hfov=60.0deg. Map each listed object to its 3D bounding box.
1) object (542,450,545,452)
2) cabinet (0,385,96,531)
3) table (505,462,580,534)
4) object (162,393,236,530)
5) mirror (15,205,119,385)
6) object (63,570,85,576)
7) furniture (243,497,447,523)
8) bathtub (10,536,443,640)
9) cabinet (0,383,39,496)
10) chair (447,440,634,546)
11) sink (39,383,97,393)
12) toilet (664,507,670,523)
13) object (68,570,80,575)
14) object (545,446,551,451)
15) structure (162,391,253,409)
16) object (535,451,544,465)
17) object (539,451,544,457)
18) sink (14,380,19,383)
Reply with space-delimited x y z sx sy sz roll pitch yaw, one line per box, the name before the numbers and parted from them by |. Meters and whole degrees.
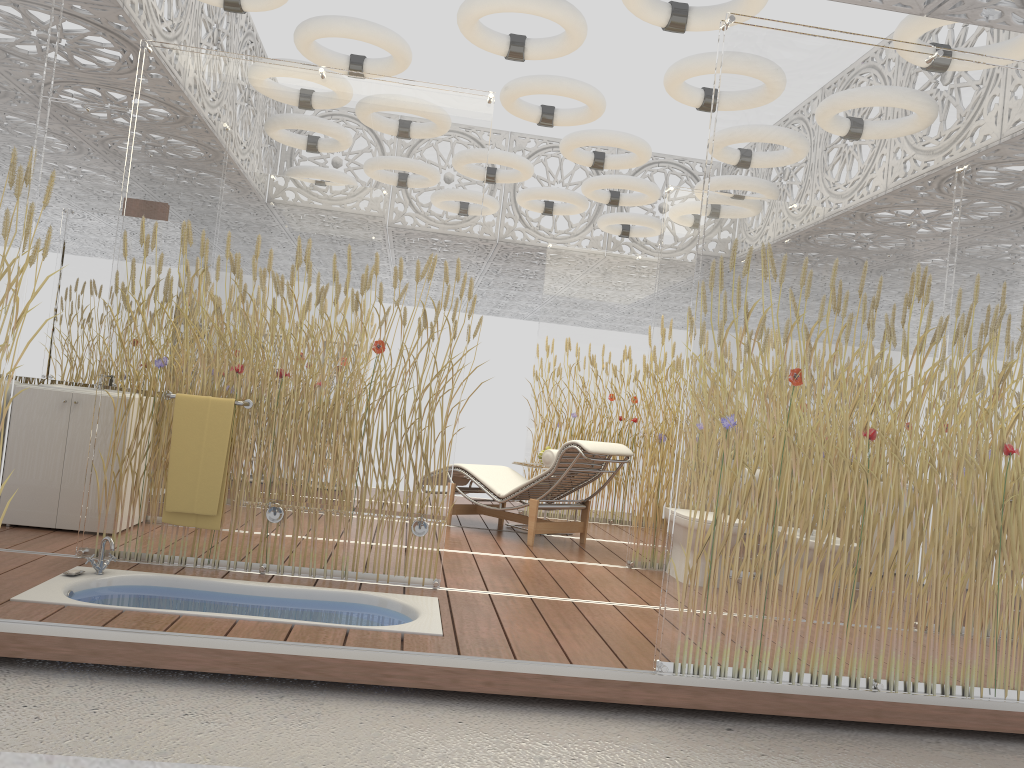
object | 0.261 0.570 7.357 0.044 0.043 0.040 6 -2 8
cabinet | -2.564 0.433 5.291 0.643 0.782 0.549 7 -2 -6
table | 0.262 0.948 7.415 0.420 0.535 0.420 8 -2 -36
object | -1.548 0.384 4.376 0.283 0.656 0.042 7 -2 -6
mirror | -2.842 -0.565 5.560 1.422 1.081 0.009 7 -2 -6
object | -1.963 0.850 3.976 0.065 0.011 0.108 6 -2 3
furniture | -0.808 0.621 4.364 0.977 0.014 0.178 7 -2 -6
bathtub | -1.175 1.057 3.902 1.700 0.582 0.700 7 -2 -6
cabinet | -3.274 0.352 5.213 0.643 0.782 0.549 7 -2 -6
chair | 0.059 0.787 7.042 1.787 0.811 0.635 4 -3 44
sink | -2.528 0.068 5.320 0.573 0.266 0.499 6 -2 -4
toilet | 1.238 1.062 5.687 0.401 0.437 0.611 7 -2 -6
object | -1.962 0.843 3.977 0.035 0.016 0.066 6 -2 3
object | 0.304 0.545 7.368 0.055 0.056 0.055 7 -2 -6
structure | -1.520 0.078 4.413 0.442 0.047 0.078 7 -2 -6
object | 0.290 0.623 7.358 0.206 0.105 0.206 5 -3 39
object | 0.248 0.579 7.316 0.047 0.048 0.047 8 -3 -44
sink | -3.237 -0.013 5.242 0.573 0.266 0.499 7 -2 -9
